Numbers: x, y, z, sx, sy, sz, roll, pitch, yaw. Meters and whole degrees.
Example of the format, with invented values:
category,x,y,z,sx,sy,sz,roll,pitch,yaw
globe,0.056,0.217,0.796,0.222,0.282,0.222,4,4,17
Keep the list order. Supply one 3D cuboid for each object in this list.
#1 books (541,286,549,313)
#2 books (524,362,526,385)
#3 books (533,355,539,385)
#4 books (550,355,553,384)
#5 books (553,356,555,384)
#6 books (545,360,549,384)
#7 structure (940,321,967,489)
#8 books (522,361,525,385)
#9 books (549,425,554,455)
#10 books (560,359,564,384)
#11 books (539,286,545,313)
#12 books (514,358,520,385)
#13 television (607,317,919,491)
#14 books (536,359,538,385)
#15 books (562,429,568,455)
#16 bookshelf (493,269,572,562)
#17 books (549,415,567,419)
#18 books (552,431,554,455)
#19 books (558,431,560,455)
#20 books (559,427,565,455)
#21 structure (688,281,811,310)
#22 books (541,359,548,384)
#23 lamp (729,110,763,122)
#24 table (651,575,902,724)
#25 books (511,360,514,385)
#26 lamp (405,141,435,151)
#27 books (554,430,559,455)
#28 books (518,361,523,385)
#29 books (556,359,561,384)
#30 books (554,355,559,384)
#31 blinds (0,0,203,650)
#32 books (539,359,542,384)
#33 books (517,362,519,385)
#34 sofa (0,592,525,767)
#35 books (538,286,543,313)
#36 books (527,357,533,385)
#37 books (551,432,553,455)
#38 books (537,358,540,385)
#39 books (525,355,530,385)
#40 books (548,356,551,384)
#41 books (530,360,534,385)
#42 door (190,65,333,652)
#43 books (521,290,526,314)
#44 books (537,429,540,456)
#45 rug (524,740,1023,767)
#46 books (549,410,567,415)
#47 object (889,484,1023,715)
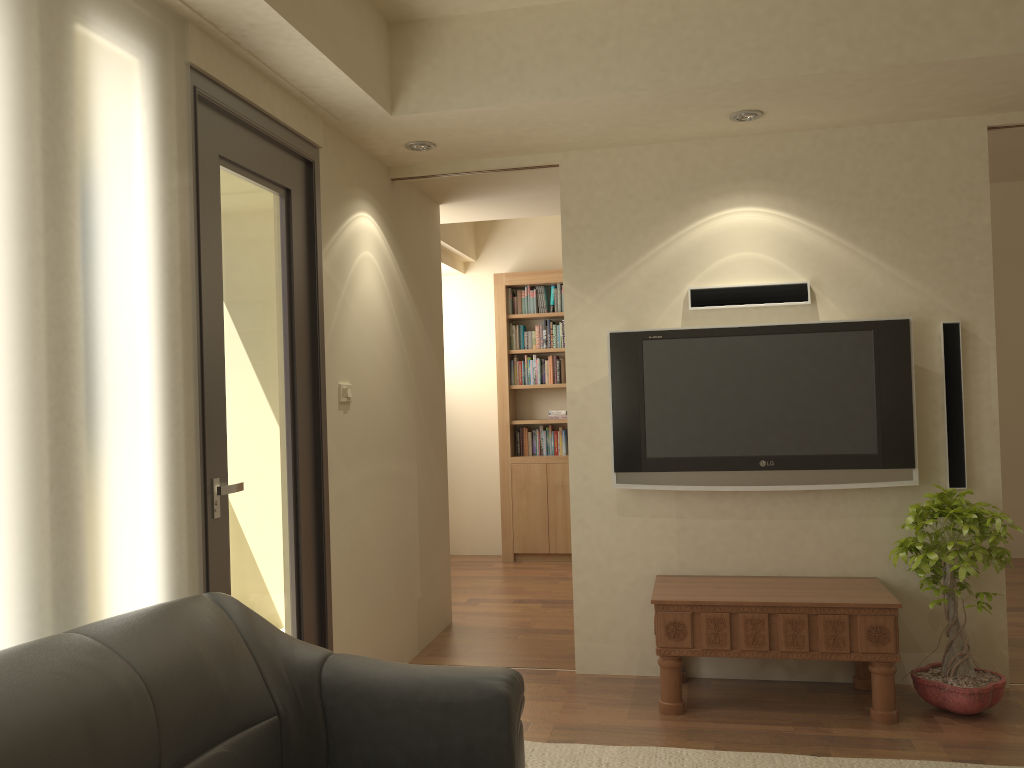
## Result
category,x,y,z,sx,sy,sz,roll,pitch,yaw
books,0.289,-0.716,7.631,0.043,0.242,0.148,-2,-1,12
books,0.124,-0.091,7.665,0.011,0.200,0.143,-2,-1,12
books,0.211,-0.121,7.641,0.026,0.254,0.154,-2,-1,12
books,0.354,-0.120,7.609,0.016,0.243,0.158,-2,-1,12
books,0.371,-0.120,7.611,0.015,0.242,0.148,-2,-1,12
books,0.314,-0.098,7.622,0.032,0.202,0.150,-2,-1,12
structure,2.010,0.095,4.039,0.079,0.764,0.036,-2,-1,12
books,0.110,-0.093,7.656,0.010,0.206,0.167,-2,-1,12
books,0.344,0.482,7.659,0.019,0.255,0.145,-2,-1,12
books,0.432,-0.109,7.609,0.011,0.215,0.127,-2,-1,12
books,0.273,-0.715,7.634,0.043,0.242,0.148,-2,-1,12
books,0.046,-0.106,7.675,0.026,0.237,0.156,-2,-1,12
television,1.152,0.109,4.177,1.377,0.778,0.110,-2,-1,12
books,0.228,-0.102,7.631,0.009,0.215,0.168,-2,-1,12
books,0.459,0.498,7.624,0.026,0.215,0.167,-2,-1,12
bookshelf,1.351,0.232,7.359,2.945,2.440,0.301,-2,-1,12
books,0.406,0.282,7.610,0.165,0.036,0.111,-2,-1,12
books,0.369,0.506,7.643,0.010,0.206,0.167,-2,-1,12
books,0.416,0.506,7.638,0.011,0.202,0.158,-2,-1,12
books,0.434,0.488,7.635,0.026,0.237,0.156,-2,-1,12
structure,1.126,-0.420,4.224,0.559,0.111,0.048,-2,-1,12
books,0.283,-0.105,7.642,0.036,0.218,0.124,-2,-1,12
lamp,1.037,-1.209,3.937,0.143,0.059,0.143,-2,-1,17
table,1.150,1.158,3.955,1.009,0.493,0.538,-2,-1,12
books,0.020,-0.095,7.674,0.026,0.215,0.167,-2,-1,12
lamp,-0.441,-1.157,4.246,0.143,0.059,0.143,-2,-1,17
books,0.392,0.505,7.641,0.036,0.206,0.162,-2,-1,12
books,0.088,-0.092,7.663,0.036,0.206,0.162,-2,-1,12
books,0.409,-0.104,7.595,0.026,0.207,0.163,-2,-1,12
books,0.387,-0.121,7.606,0.019,0.242,0.152,-2,-1,12
blinds,-1.266,0.069,1.375,0.002,2.453,2.830,-2,-1,12
books,0.254,-0.103,7.625,0.013,0.215,0.168,-2,-1,12
books,0.065,-0.090,7.669,0.011,0.202,0.158,-2,-1,12
sofa,-0.625,0.952,1.434,0.944,0.918,2.337,-2,-1,12
books,0.258,-0.714,7.637,0.043,0.242,0.148,-2,-1,12
books,0.161,-0.110,7.659,0.026,0.237,0.139,-2,-1,12
books,0.360,0.509,7.657,0.011,0.200,0.143,-2,-1,12
books,0.240,-0.107,7.628,0.014,0.224,0.168,-2,-1,12
books,0.138,-0.119,7.661,0.019,0.255,0.145,-2,-1,12
books,0.337,-0.116,7.613,0.017,0.235,0.157,-2,-1,12
books,0.186,-0.098,7.645,0.026,0.211,0.156,-2,-1,12
door,-0.926,0.199,3.268,0.118,2.420,1.011,-2,-1,12
books,0.114,-0.698,7.680,0.036,0.218,0.124,-2,-1,12
books,0.238,0.501,7.670,0.014,0.224,0.168,-2,-1,12
rug,0.778,1.378,1.580,2.482,0.011,3.592,-2,-1,12
books,0.408,0.245,7.601,0.165,0.036,0.111,-2,-1,17
object,1.889,0.898,3.765,0.528,0.957,0.565,-1,-1,-36
